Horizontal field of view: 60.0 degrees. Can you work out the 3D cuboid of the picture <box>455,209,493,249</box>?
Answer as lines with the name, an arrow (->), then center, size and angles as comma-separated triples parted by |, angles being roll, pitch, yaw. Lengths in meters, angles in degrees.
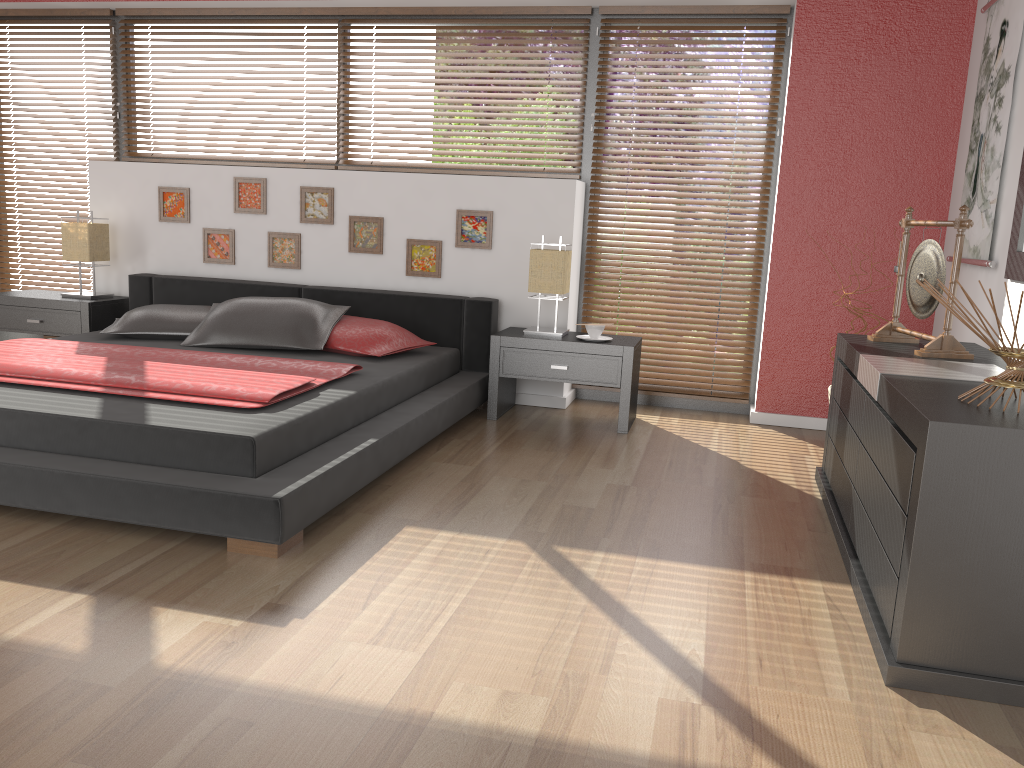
picture -> -0.202, -0.822, 4.713 | 0.200, 0.200, 0.010 | 5, 11, 13

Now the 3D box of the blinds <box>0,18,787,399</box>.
blinds -> -1.017, -1.097, 5.166 | 4.840, 1.952, 0.032 | 5, 11, 13

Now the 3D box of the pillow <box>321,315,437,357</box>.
pillow -> -0.794, -0.241, 4.410 | 0.745, 0.172, 0.418 | 9, 12, 32

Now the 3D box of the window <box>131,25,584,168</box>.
window -> -0.969, -1.676, 5.125 | 2.817, 0.786, 0.020 | 5, 11, 13

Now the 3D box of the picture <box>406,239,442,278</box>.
picture -> -0.478, -0.681, 4.806 | 0.200, 0.200, 0.010 | 5, 11, 13

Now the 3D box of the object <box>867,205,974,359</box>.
object -> 1.439, -0.368, 3.083 | 0.173, 0.498, 0.490 | 3, 10, -2

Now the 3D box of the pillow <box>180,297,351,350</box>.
pillow -> -1.212, -0.305, 4.356 | 0.744, 0.241, 0.386 | 4, 11, 8

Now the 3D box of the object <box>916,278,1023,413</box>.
object -> 1.198, -0.088, 2.095 | 0.481, 0.282, 0.481 | -1, 11, -20

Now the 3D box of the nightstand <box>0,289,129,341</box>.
nightstand -> -2.618, -0.301, 5.143 | 0.700, 0.423, 0.413 | 5, 11, 13

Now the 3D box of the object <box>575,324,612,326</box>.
object -> 0.400, -0.290, 4.326 | 0.192, 0.007, 0.007 | 0, 11, -17

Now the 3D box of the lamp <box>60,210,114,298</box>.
lamp -> -2.430, -0.746, 5.062 | 0.200, 0.480, 0.200 | 5, 11, 13

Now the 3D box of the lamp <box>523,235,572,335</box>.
lamp -> 0.188, -0.502, 4.458 | 0.200, 0.480, 0.200 | 5, 11, 13

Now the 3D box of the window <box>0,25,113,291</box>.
window -> -2.891, -1.320, 5.661 | 0.889, 1.893, 0.020 | 5, 11, 13

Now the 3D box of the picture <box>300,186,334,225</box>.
picture -> -1.078, -0.987, 4.901 | 0.200, 0.200, 0.010 | 5, 11, 13

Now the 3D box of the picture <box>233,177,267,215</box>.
picture -> -1.473, -1.059, 4.986 | 0.200, 0.200, 0.010 | 5, 11, 13

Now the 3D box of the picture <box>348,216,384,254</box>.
picture -> -0.801, -0.817, 4.862 | 0.200, 0.200, 0.010 | 5, 11, 13

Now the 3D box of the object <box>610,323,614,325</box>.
object -> 0.413, -0.293, 4.345 | 0.192, 0.007, 0.007 | -1, 11, -22

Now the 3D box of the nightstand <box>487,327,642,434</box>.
nightstand -> 0.271, -0.031, 4.477 | 0.700, 0.423, 0.413 | 5, 11, 13

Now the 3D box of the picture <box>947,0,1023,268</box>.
picture -> 1.964, -1.129, 3.635 | 0.028, 1.270, 0.701 | 5, 11, 13

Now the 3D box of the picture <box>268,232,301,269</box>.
picture -> -1.282, -0.751, 4.992 | 0.200, 0.200, 0.010 | 5, 11, 13

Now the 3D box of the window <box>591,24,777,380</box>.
window -> 0.895, -0.966, 4.788 | 0.889, 1.893, 0.020 | 5, 11, 13

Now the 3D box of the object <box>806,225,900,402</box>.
object -> 1.505, -0.196, 4.019 | 0.422, 1.035, 0.364 | 1, 11, -11

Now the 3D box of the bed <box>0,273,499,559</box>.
bed -> -1.545, -0.089, 3.871 | 2.469, 0.577, 2.413 | 5, 11, 13

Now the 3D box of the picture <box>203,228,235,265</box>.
picture -> -1.681, -0.790, 5.084 | 0.200, 0.200, 0.010 | 5, 11, 13

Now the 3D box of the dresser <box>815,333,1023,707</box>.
dresser -> 1.317, 0.257, 2.699 | 0.540, 0.608, 1.740 | 5, 11, 13

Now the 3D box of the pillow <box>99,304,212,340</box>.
pillow -> -1.691, -0.315, 4.563 | 0.745, 0.172, 0.418 | 1, 11, -11

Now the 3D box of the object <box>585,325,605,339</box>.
object -> 0.406, -0.255, 4.348 | 0.099, 0.069, 0.099 | 11, 13, 37

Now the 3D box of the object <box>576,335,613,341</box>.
object -> 0.404, -0.223, 4.354 | 0.179, 0.012, 0.179 | 11, 13, 37

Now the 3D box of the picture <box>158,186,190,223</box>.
picture -> -1.946, -1.032, 5.107 | 0.200, 0.200, 0.010 | 5, 11, 13
